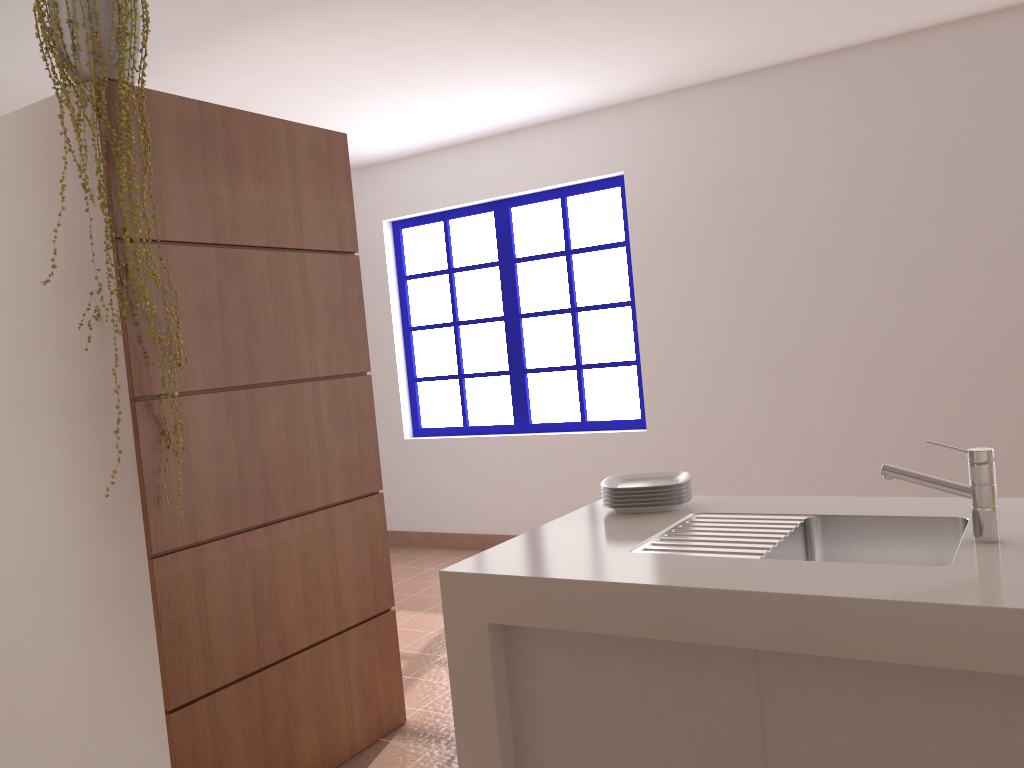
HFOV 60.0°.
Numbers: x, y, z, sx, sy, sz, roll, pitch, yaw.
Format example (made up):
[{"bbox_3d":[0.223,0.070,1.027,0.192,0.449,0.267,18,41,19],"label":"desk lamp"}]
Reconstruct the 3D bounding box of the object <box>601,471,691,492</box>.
[{"bbox_3d":[0.345,0.254,2.279,0.228,0.020,0.228,-5,2,14],"label":"object"}]

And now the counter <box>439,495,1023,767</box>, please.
[{"bbox_3d":[1.014,0.682,1.609,2.156,0.800,0.821,-4,3,32],"label":"counter"}]

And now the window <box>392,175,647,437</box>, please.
[{"bbox_3d":[0.004,-0.408,5.427,1.699,1.430,0.035,-4,3,32],"label":"window"}]

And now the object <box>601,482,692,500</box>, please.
[{"bbox_3d":[0.347,0.275,2.280,0.228,0.020,0.228,-5,2,14],"label":"object"}]

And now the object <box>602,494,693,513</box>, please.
[{"bbox_3d":[0.350,0.305,2.281,0.228,0.020,0.228,-5,2,14],"label":"object"}]

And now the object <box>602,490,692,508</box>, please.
[{"bbox_3d":[0.349,0.295,2.281,0.228,0.020,0.228,-5,2,14],"label":"object"}]

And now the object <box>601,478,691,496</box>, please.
[{"bbox_3d":[0.346,0.265,2.280,0.228,0.020,0.228,-5,2,14],"label":"object"}]

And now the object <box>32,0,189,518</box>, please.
[{"bbox_3d":[-0.995,-0.322,2.239,0.279,1.344,0.297,-6,2,-9],"label":"object"}]

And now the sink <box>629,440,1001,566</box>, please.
[{"bbox_3d":[0.619,0.304,1.814,0.668,0.368,0.404,-4,3,32],"label":"sink"}]

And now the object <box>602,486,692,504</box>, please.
[{"bbox_3d":[0.348,0.285,2.281,0.228,0.020,0.228,-5,2,14],"label":"object"}]

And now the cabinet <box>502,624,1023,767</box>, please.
[{"bbox_3d":[1.069,0.728,1.585,2.048,0.700,0.737,-4,3,32],"label":"cabinet"}]
